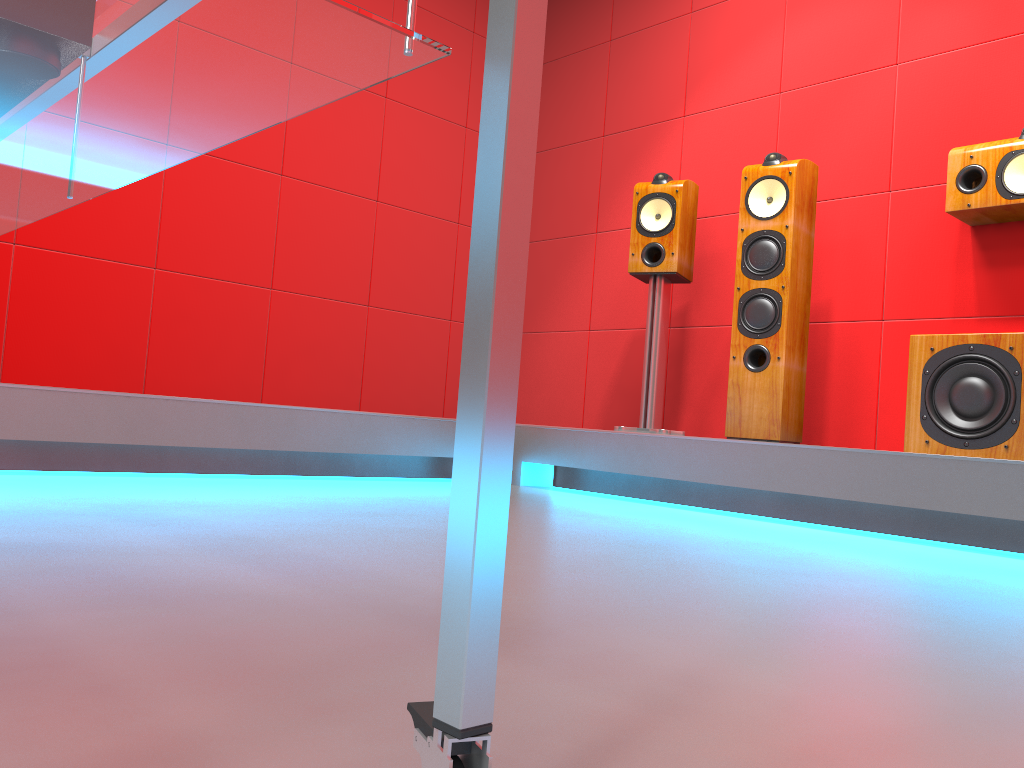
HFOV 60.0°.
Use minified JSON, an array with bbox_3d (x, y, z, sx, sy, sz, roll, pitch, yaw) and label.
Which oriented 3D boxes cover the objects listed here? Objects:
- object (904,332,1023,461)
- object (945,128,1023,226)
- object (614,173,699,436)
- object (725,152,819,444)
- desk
[{"bbox_3d":[1.441,0.048,2.671,0.360,0.360,0.360,7,-4,-43],"label":"object"},{"bbox_3d":[1.737,-0.707,2.929,0.235,0.271,0.493,7,-4,-43],"label":"object"},{"bbox_3d":[0.599,-0.322,3.622,0.231,1.058,0.265,3,-3,27],"label":"object"},{"bbox_3d":[0.952,-0.310,3.244,0.203,1.052,0.238,2,-3,37],"label":"object"},{"bbox_3d":[-0.736,-0.116,0.910,0.594,0.690,1.617,7,-4,-43],"label":"desk"}]
